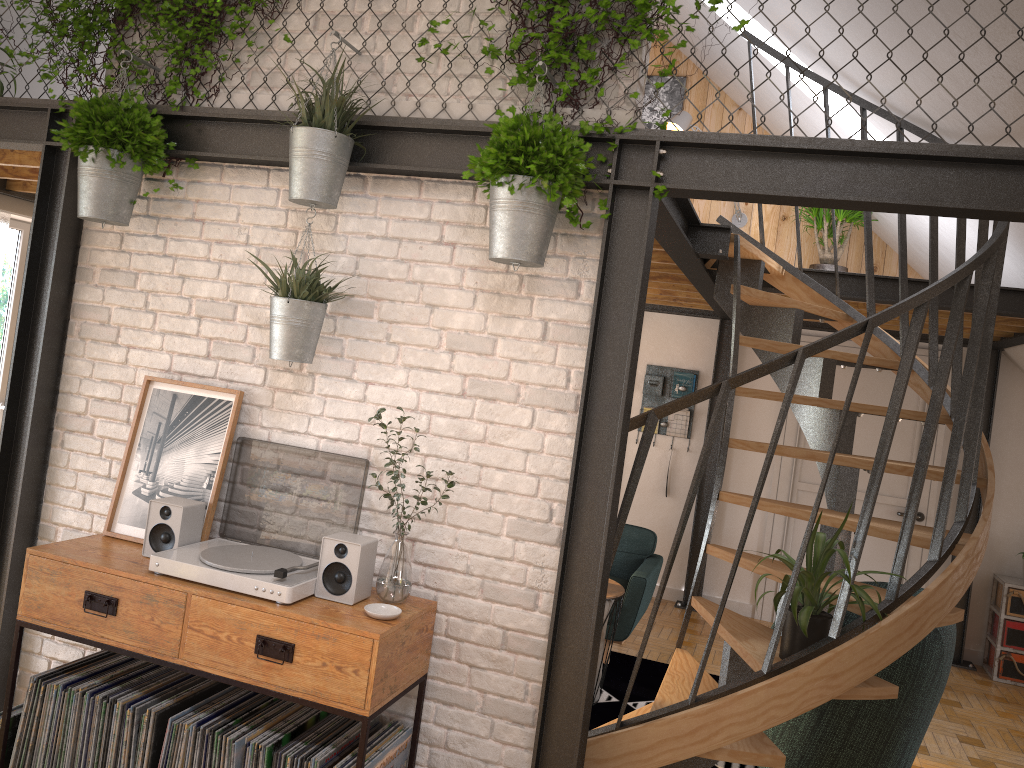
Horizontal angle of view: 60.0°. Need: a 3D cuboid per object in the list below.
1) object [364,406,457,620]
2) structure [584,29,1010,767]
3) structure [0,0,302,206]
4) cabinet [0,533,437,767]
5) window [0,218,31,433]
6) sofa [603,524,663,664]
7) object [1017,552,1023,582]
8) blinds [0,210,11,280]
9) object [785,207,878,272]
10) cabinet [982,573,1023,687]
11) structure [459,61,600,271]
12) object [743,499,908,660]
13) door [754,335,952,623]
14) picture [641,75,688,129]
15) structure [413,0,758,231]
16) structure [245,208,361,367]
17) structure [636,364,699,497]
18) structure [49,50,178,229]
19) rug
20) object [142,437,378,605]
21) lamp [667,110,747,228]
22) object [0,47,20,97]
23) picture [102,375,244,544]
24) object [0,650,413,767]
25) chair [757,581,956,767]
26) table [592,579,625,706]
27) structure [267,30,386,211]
[{"bbox_3d":[-0.374,0.379,2.772,0.296,0.621,0.289,7,-1,33],"label":"object"},{"bbox_3d":[1.155,-0.050,3.732,1.631,3.821,2.242,7,-1,32],"label":"structure"},{"bbox_3d":[-1.314,-1.482,3.348,2.131,1.680,0.430,8,-1,18],"label":"structure"},{"bbox_3d":[-0.972,1.095,2.845,1.267,0.964,0.455,8,-1,17],"label":"cabinet"},{"bbox_3d":[0.175,-0.500,2.448,8.644,4.468,7.771,8,1,17],"label":"window"},{"bbox_3d":[-0.022,1.240,6.028,1.976,0.783,0.823,8,0,17],"label":"sofa"},{"bbox_3d":[3.727,1.269,6.319,0.234,0.330,0.213,8,0,23],"label":"object"},{"bbox_3d":[-3.269,0.015,5.105,0.124,2.284,0.666,7,-1,18],"label":"blinds"},{"bbox_3d":[2.369,-1.104,6.651,0.787,1.049,0.735,8,0,-33],"label":"object"},{"bbox_3d":[3.879,1.808,6.291,0.835,0.696,0.378,8,0,17],"label":"cabinet"},{"bbox_3d":[0.051,-0.669,2.714,0.422,0.653,0.439,8,0,-42],"label":"structure"},{"bbox_3d":[1.023,0.656,3.069,0.528,0.592,0.457,8,0,5],"label":"object"},{"bbox_3d":[2.655,0.818,6.914,1.202,2.302,0.088,8,-1,17],"label":"door"},{"bbox_3d":[1.266,-2.370,7.521,0.381,0.507,0.011,8,-1,17],"label":"picture"},{"bbox_3d":[0.307,-1.411,2.858,1.307,1.872,0.457,8,-1,14],"label":"structure"},{"bbox_3d":[-0.709,-0.322,2.955,0.360,0.535,0.383,8,0,27],"label":"structure"},{"bbox_3d":[1.261,0.395,7.365,0.443,1.077,0.099,8,-1,17],"label":"structure"},{"bbox_3d":[-1.434,-0.883,3.187,0.422,0.653,0.439,8,0,-42],"label":"structure"},{"bbox_3d":[-0.220,1.632,5.135,3.506,0.010,1.697,8,1,17],"label":"rug"},{"bbox_3d":[-0.811,0.421,2.881,0.788,0.415,0.414,8,0,17],"label":"object"},{"bbox_3d":[1.564,-1.733,7.169,0.848,0.814,0.195,8,-1,-26],"label":"lamp"},{"bbox_3d":[-2.551,-1.488,4.120,0.528,0.592,0.457,8,0,0],"label":"object"},{"bbox_3d":[-1.199,0.280,3.137,0.411,0.576,0.126,8,-1,17],"label":"picture"},{"bbox_3d":[-1.035,1.282,2.867,1.315,0.575,0.404,8,0,17],"label":"object"},{"bbox_3d":[1.551,1.411,4.193,0.901,0.965,0.897,8,0,3],"label":"chair"},{"bbox_3d":[0.256,1.354,4.922,0.679,0.686,0.683,8,0,-33],"label":"table"},{"bbox_3d":[-0.648,-0.877,2.958,0.383,0.607,0.349,8,-1,-20],"label":"structure"}]
